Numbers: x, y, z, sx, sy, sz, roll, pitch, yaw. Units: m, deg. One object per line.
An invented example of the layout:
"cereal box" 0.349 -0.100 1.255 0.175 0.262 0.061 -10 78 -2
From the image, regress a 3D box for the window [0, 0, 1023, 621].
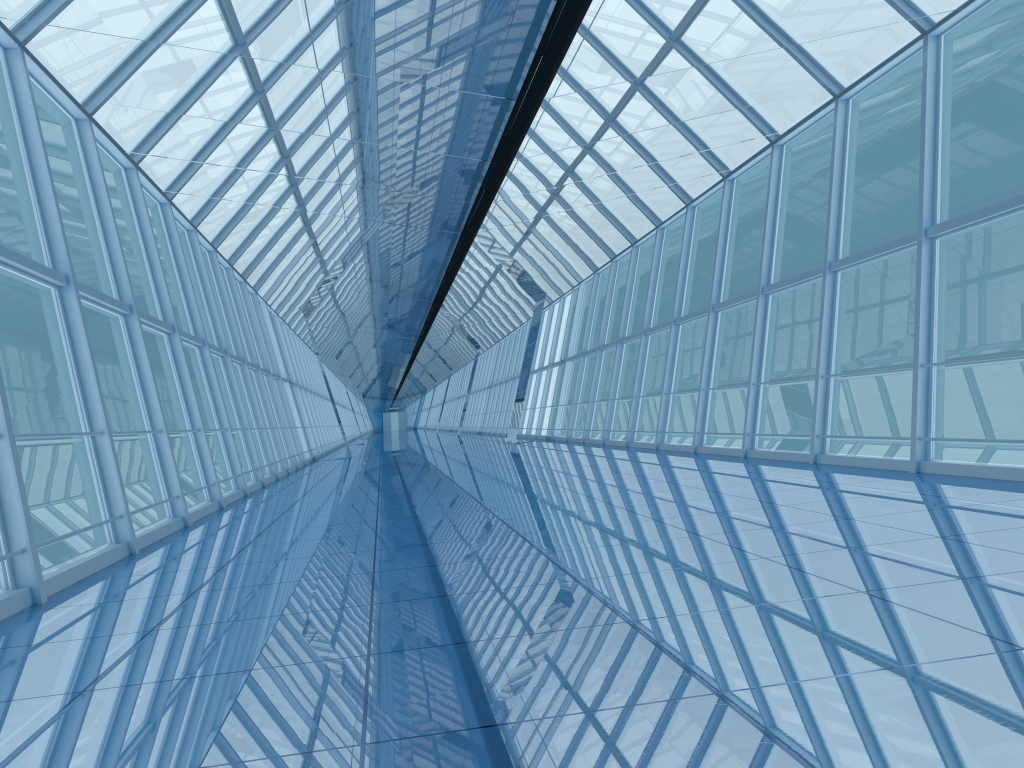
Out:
"window" -6.492 0.822 51.780 9.951 4.959 104.720 -4 -2 -9
